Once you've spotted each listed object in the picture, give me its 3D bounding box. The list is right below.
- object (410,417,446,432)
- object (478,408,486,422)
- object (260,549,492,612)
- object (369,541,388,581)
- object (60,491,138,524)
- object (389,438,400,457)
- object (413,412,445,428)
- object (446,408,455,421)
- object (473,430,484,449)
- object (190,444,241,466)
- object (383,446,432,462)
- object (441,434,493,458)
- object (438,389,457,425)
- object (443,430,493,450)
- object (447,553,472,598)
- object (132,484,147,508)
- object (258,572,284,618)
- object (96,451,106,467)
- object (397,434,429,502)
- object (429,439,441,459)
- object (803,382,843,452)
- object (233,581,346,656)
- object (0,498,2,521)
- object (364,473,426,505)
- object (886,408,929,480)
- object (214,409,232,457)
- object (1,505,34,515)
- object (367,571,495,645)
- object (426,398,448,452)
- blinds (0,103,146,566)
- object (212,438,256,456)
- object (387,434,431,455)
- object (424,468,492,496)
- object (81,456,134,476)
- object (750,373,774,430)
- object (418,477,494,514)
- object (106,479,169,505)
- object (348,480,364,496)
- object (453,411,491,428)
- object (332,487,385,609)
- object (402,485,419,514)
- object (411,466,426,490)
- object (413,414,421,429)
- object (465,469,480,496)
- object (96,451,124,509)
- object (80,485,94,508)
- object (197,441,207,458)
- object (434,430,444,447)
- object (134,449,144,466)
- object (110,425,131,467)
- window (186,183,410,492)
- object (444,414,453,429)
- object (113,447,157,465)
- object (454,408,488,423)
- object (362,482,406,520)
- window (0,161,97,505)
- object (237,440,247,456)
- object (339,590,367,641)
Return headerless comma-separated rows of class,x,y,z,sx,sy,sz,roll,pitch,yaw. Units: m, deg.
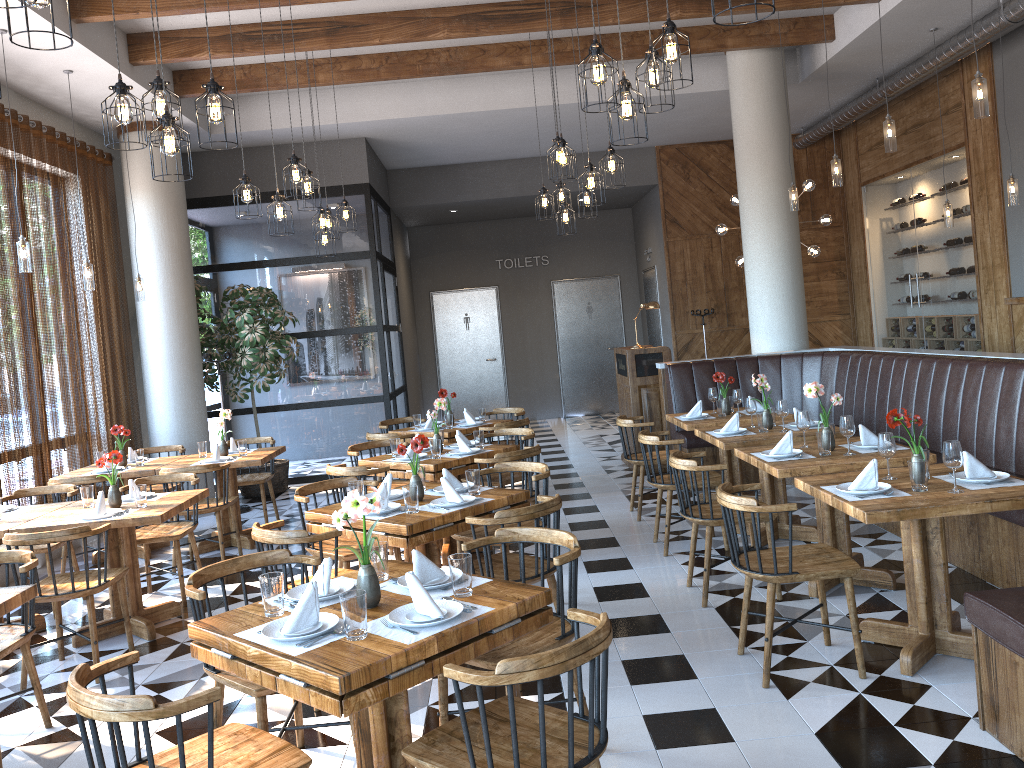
object,-0.772,0.354,8.258,0.351,0.137,0.272,-2,4,44
object,-0.284,0.299,8.465,0.080,0.132,0.080,-4,2,24
object,-0.478,0.652,3.073,0.576,0.137,0.583,-2,5,44
object,-0.486,0.646,3.223,0.080,0.132,0.080,-7,2,-36
object,-2.393,0.698,5.131,0.352,0.137,0.272,-5,3,-1
object,-0.862,0.471,6.558,0.080,0.132,0.080,-5,2,14
object,-0.786,0.332,8.636,0.272,0.137,0.353,-2,4,44
object,-0.603,0.310,8.755,0.080,0.132,0.080,-4,2,24
object,-0.245,0.413,6.582,0.080,0.132,0.080,-5,2,14
object,-2.439,0.567,7.292,0.352,0.137,0.272,-5,3,-1
object,-0.729,0.468,6.375,0.351,0.137,0.272,-2,4,44
object,-0.352,0.433,6.386,0.272,0.137,0.353,-2,4,44
object,-0.620,0.217,8.479,0.156,0.355,0.171,-7,2,-44
object,-0.366,0.410,6.763,0.351,0.137,0.272,-2,4,44
object,-0.168,0.635,2.933,0.080,0.132,0.080,-7,2,-36
object,-2.230,0.674,5.317,0.080,0.132,0.080,-6,2,-16
object,-0.785,0.693,2.909,0.080,0.132,0.080,-6,2,-26
object,-3.538,0.649,7.641,0.080,0.132,0.080,-5,2,14
object,-0.502,0.445,4.669,0.156,0.355,0.171,-6,2,-36
object,-0.539,0.461,6.256,0.080,0.132,0.080,-5,2,14
object,1.800,0.184,5.101,0.206,0.400,0.146,-5,1,1
object,-0.653,0.690,2.719,0.351,0.137,0.272,-2,4,44
object,-3.094,0.755,5.300,0.080,0.132,0.080,-4,2,34
object,-0.702,0.559,4.890,0.272,0.137,0.353,-2,4,44
object,1.778,0.279,3.981,0.171,0.355,0.156,-5,2,2
object,-2.450,0.419,7.564,0.146,0.400,0.207,-5,2,-8
object,-3.295,0.749,5.646,0.352,0.137,0.272,-5,3,-1
object,-0.275,0.655,2.730,0.272,0.137,0.353,-2,4,44
object,-0.540,0.307,6.556,0.146,0.400,0.207,-5,2,11
blinds,-3.956,-0.375,5.595,0.160,3.576,7.276,-5,3,-1
object,-2.456,0.535,7.824,0.352,0.137,0.272,-5,3,-1
object,-0.744,0.446,6.753,0.272,0.137,0.353,-2,4,44
object,-0.324,0.523,4.901,0.351,0.137,0.272,-2,4,44
object,-3.323,0.649,7.275,0.352,0.137,0.272,-5,3,-1
object,1.749,0.120,6.198,0.146,0.400,0.207,-5,2,7
object,-0.310,0.546,4.523,0.272,0.137,0.353,-2,4,44
object,-2.410,0.667,5.663,0.352,0.137,0.272,-5,3,-1
object,-0.823,0.584,4.699,0.080,0.132,0.080,-5,2,4
object,-0.395,0.319,8.268,0.272,0.137,0.353,-2,4,44
object,-0.493,0.533,2.882,0.206,0.400,0.146,-5,2,19
object,-0.500,0.573,4.398,0.080,0.132,0.080,-5,2,14
object,-0.524,0.537,5.014,0.080,0.132,0.080,-5,2,4
object,-0.901,0.357,8.440,0.080,0.132,0.080,-6,2,-26
object,-0.206,0.526,4.724,0.080,0.132,0.080,-5,2,4
object,-2.417,0.578,5.342,0.156,0.355,0.171,-6,2,-22
object,-2.628,0.700,5.489,0.080,0.132,0.080,-6,2,-16
object,-2.674,0.568,7.658,0.080,0.132,0.080,-6,2,-16
object,-0.563,0.424,6.872,0.080,0.132,0.080,-5,2,14
object,-3.140,0.623,7.470,0.080,0.132,0.080,-5,2,14
object,-3.335,0.522,7.574,0.156,0.355,0.171,-6,2,-25
window,-2.884,-0.596,11.736,2.727,3.545,2.188,-5,2,-1
object,-0.579,0.346,8.139,0.080,0.132,0.080,-5,2,14
object,-3.341,0.618,7.807,0.352,0.137,0.272,-5,3,-1
object,-0.409,0.296,8.646,0.351,0.137,0.272,-2,4,44
object,-0.687,0.581,4.512,0.351,0.137,0.272,-2,4,44
window,-3.066,-0.116,1.170,4.499,3.161,15.128,-6,4,-24
object,-2.275,0.543,7.486,0.080,0.132,0.080,-6,2,-16
object,-0.462,0.682,2.607,0.080,0.132,0.080,-6,2,-26
